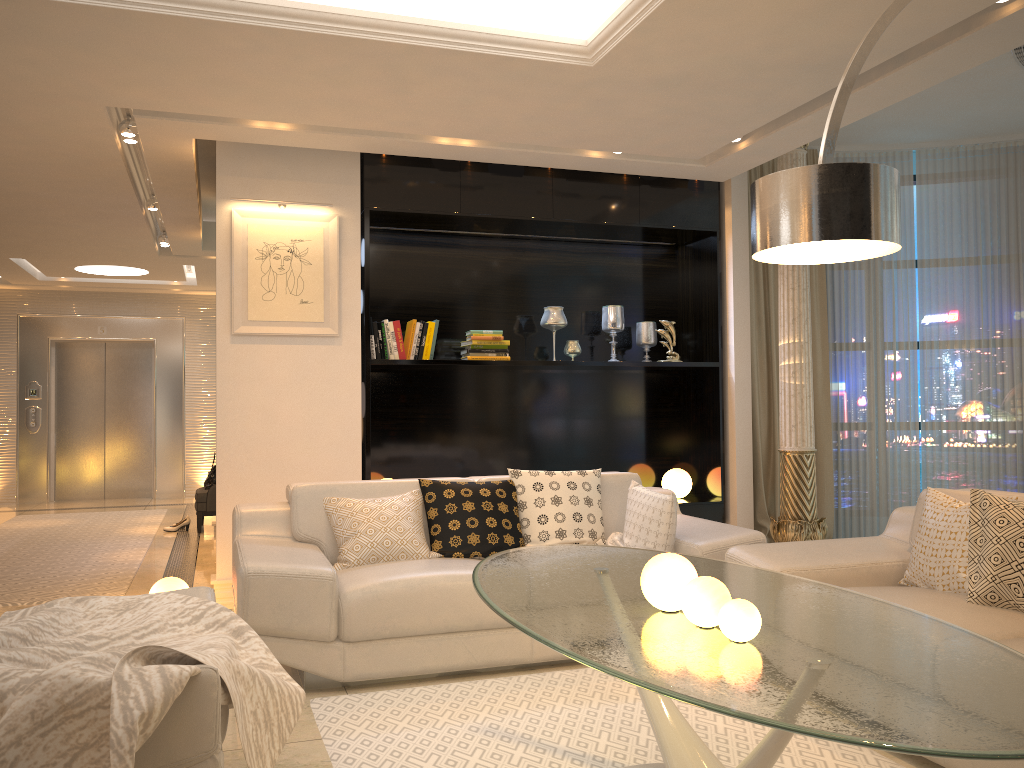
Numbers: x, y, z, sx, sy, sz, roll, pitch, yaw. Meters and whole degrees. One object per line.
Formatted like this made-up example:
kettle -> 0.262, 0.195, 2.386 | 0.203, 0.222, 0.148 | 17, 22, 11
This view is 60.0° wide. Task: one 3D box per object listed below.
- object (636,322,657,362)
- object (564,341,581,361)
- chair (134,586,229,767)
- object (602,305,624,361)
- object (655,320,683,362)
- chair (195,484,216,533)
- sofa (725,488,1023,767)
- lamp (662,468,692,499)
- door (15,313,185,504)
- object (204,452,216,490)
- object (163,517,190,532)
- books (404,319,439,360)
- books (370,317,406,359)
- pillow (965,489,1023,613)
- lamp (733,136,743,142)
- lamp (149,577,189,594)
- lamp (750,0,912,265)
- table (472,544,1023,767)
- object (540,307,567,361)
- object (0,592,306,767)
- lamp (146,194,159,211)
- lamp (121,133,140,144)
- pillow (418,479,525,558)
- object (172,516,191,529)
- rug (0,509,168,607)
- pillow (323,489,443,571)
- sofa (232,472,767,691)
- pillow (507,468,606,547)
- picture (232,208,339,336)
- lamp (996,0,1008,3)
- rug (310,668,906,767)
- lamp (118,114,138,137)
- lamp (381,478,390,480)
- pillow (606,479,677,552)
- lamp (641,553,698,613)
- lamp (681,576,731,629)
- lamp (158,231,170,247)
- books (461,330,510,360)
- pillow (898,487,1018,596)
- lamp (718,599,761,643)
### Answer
object -> 0.968, -0.283, 6.380 | 0.147, 0.317, 0.147 | 0, -2, -16
object -> 0.416, -0.218, 6.083 | 0.119, 0.154, 0.119 | 0, -2, -9
chair -> -1.234, 0.669, 2.230 | 0.983, 0.991, 1.027 | 0, -2, -19
object -> 0.720, -0.338, 6.306 | 0.156, 0.426, 0.156 | 0, -2, -13
object -> 1.086, -0.293, 6.159 | 0.182, 0.293, 0.116 | 0, -2, -21
chair -> -2.642, 0.912, 8.423 | 0.702, 0.898, 0.625 | 0, -2, -17
sofa -> 1.755, 0.773, 2.730 | 1.145, 0.754, 2.328 | 0, -2, -18
lamp -> 1.177, 0.710, 6.333 | 0.212, 0.214, 0.213 | -2, -2, 32
door -> -3.651, -5.808, 1.935 | 83.408, 24.296, 83.408 | -1, -2, 3
object -> -2.824, 0.814, 8.379 | 0.168, 0.345, 0.366 | 0, -2, -19
object -> -3.085, 1.293, 8.164 | 0.235, 0.135, 0.084 | 0, -2, -16
books -> -0.589, -0.274, 5.678 | 0.210, 0.261, 0.212 | 0, -2, -18
books -> -0.808, -0.278, 5.601 | 0.240, 0.270, 0.208 | 0, -2, -18
pillow -> 1.791, 0.573, 2.892 | 0.288, 0.429, 0.587 | 1, -2, -43
lamp -> 1.313, -1.498, 5.243 | 0.107, 0.127, 0.107 | 1, -2, -37
lamp -> -1.824, 1.137, 4.726 | 0.213, 0.214, 0.212 | -1, -2, 21
lamp -> 1.641, -0.110, 2.719 | 2.009, 2.519, 0.393 | 0, -2, -18
table -> 0.460, 0.850, 2.292 | 0.999, 0.565, 2.140 | 0, -2, -19
object -> 0.287, -0.331, 6.056 | 0.181, 0.381, 0.181 | 0, -2, -24
object -> -1.116, 0.860, 2.045 | 0.972, 0.580, 1.347 | -1, -2, 19
lamp -> -2.781, -1.409, 6.868 | 0.107, 0.127, 0.107 | 1, -2, -37
lamp -> -2.219, -1.465, 5.158 | 0.107, 0.127, 0.107 | 1, -2, -37
pillow -> -0.169, 0.630, 4.209 | 0.524, 0.355, 0.323 | 0, -2, -18
object -> -3.109, 1.299, 8.355 | 0.235, 0.135, 0.084 | -2, -2, 30
rug -> -3.803, 1.336, 7.377 | 1.526, 0.015, 5.025 | 0, -2, -18
pillow -> -0.600, 0.664, 4.054 | 0.521, 0.329, 0.351 | 0, -2, -18
sofa -> -0.094, 0.834, 4.178 | 2.328, 0.754, 1.145 | 0, -2, -18
pillow -> 0.251, 0.616, 4.394 | 0.526, 0.399, 0.255 | 0, -2, -18
picture -> -1.324, -0.650, 5.202 | 0.610, 0.729, 0.027 | 0, -2, -18
lamp -> 1.907, -1.556, 3.456 | 0.107, 0.127, 0.107 | -1, -2, 0
rug -> 0.462, 1.144, 2.257 | 1.661, 0.020, 2.900 | 0, -2, -19
lamp -> -2.179, -1.469, 5.036 | 0.107, 0.127, 0.107 | 1, -2, -37
lamp -> -0.799, 0.711, 5.676 | 0.213, 0.214, 0.212 | -1, -2, 21
pillow -> 0.607, 0.636, 4.243 | 0.281, 0.325, 0.521 | 0, -2, -9
lamp -> 0.393, 0.494, 2.211 | 0.143, 0.143, 0.143 | 1, -2, -34
lamp -> 0.448, 0.502, 2.046 | 0.115, 0.115, 0.115 | -1, -2, 7
lamp -> -3.261, -1.361, 8.322 | 0.107, 0.127, 0.235 | 0, -2, -18
books -> -0.176, -0.244, 5.840 | 0.296, 0.197, 0.260 | 0, -2, -16
pillow -> 1.638, 0.587, 3.260 | 0.222, 0.380, 0.463 | 0, -2, -14
lamp -> 0.491, 0.510, 1.914 | 0.090, 0.091, 0.090 | -2, -2, 32
